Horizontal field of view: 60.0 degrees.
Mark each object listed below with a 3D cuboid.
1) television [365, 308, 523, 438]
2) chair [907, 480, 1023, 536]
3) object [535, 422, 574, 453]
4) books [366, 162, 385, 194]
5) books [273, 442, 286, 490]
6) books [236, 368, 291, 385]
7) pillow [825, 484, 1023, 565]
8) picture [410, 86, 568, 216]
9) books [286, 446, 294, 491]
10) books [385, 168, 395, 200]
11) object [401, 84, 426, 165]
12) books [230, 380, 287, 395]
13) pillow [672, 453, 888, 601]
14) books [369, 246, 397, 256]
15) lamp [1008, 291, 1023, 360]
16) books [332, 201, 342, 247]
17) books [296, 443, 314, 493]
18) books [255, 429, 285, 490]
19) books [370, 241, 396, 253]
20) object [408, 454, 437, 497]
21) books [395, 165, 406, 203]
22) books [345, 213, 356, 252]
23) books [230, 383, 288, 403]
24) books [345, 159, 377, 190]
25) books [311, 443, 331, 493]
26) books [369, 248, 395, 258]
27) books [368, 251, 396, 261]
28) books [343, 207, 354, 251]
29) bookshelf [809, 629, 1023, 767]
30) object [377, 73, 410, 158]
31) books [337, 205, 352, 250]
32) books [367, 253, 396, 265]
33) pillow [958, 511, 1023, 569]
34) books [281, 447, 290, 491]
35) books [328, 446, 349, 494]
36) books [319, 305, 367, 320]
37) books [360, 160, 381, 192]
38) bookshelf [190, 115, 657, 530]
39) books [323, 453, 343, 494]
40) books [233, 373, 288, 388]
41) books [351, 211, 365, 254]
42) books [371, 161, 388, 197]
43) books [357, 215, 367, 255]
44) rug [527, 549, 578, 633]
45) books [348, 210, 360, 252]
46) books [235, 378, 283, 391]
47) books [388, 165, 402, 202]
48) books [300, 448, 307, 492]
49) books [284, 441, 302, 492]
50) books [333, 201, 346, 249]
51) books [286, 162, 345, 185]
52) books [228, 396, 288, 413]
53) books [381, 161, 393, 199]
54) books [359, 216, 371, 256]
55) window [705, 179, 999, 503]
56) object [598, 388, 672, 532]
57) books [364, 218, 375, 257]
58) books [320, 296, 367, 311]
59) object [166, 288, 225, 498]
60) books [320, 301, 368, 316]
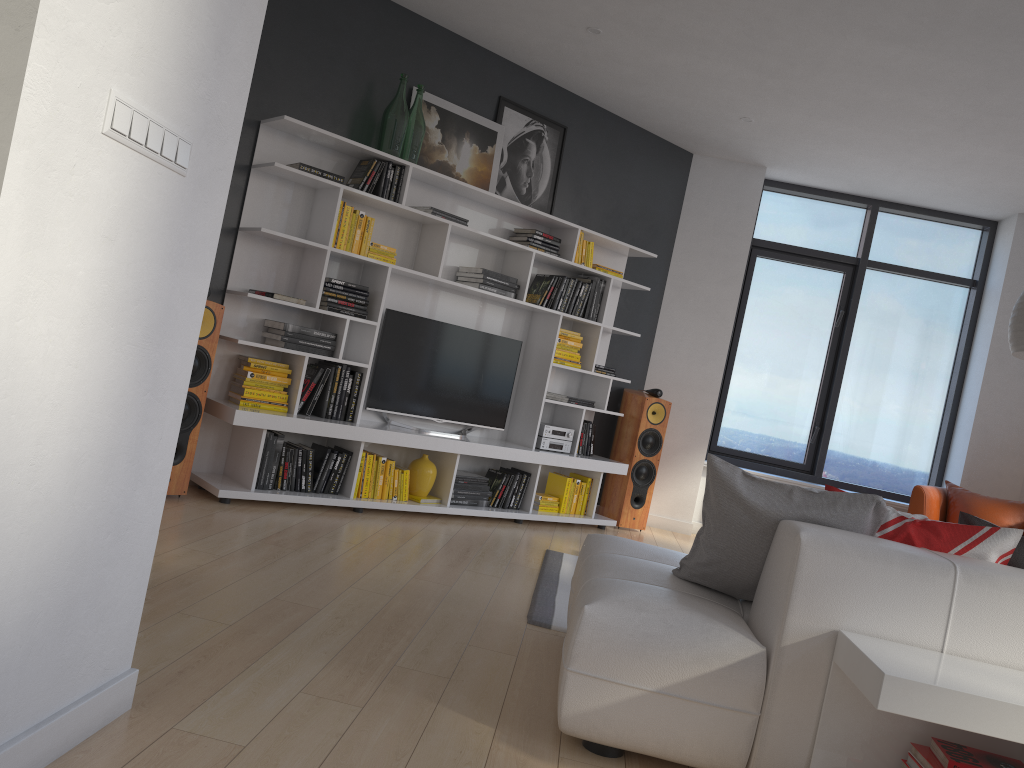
[{"bbox_3d":[-0.425,-0.033,5.749,1.102,0.704,0.207,11,1,-40],"label":"television"},{"bbox_3d":[3.276,1.167,6.183,0.896,0.858,0.843,12,1,37],"label":"chair"},{"bbox_3d":[0.241,0.372,6.282,0.285,0.174,0.270,11,1,-40],"label":"object"},{"bbox_3d":[-0.827,-1.190,5.152,0.074,0.212,0.154,11,1,-41],"label":"books"},{"bbox_3d":[-1.325,0.439,4.939,0.053,0.268,0.202,11,1,-40],"label":"books"},{"bbox_3d":[-1.387,-0.043,4.953,0.250,0.035,0.185,11,1,-37],"label":"books"},{"bbox_3d":[2.003,0.754,2.636,2.250,0.449,0.575,12,1,3],"label":"pillow"},{"bbox_3d":[-0.147,-1.558,5.827,1.279,0.707,0.076,11,1,-40],"label":"picture"},{"bbox_3d":[-1.280,0.465,4.967,0.049,0.236,0.170,11,1,-39],"label":"books"},{"bbox_3d":[-0.756,-1.170,5.215,0.021,0.200,0.147,11,1,-40],"label":"books"},{"bbox_3d":[-0.595,-1.549,5.333,0.157,0.507,0.157,12,1,-26],"label":"object"},{"bbox_3d":[-1.414,0.019,4.948,0.263,0.015,0.198,11,1,-37],"label":"books"},{"bbox_3d":[1.946,0.708,2.975,2.953,0.453,0.647,12,1,-7],"label":"pillow"},{"bbox_3d":[-0.795,-0.789,5.249,0.187,0.014,0.134,11,1,-40],"label":"books"},{"bbox_3d":[3.223,0.279,2.667,3.199,2.647,0.710,12,1,41],"label":"lamp"},{"bbox_3d":[-1.046,-0.907,5.027,0.029,0.270,0.204,11,1,-40],"label":"books"},{"bbox_3d":[-1.191,0.475,5.040,0.083,0.249,0.191,11,1,-40],"label":"books"},{"bbox_3d":[-1.391,0.403,4.885,0.128,0.321,0.259,11,1,-40],"label":"books"},{"bbox_3d":[-0.802,-0.811,5.256,0.186,0.026,0.138,11,1,-40],"label":"books"},{"bbox_3d":[-0.566,0.567,5.545,0.185,0.257,0.185,12,1,28],"label":"object"},{"bbox_3d":[-0.706,-1.175,5.247,0.019,0.230,0.174,11,1,-40],"label":"books"},{"bbox_3d":[-0.964,-0.867,5.094,0.024,0.229,0.156,11,1,-40],"label":"books"},{"bbox_3d":[-1.409,0.051,4.939,0.255,0.044,0.198,11,1,-40],"label":"books"},{"bbox_3d":[-0.877,-1.201,5.118,0.096,0.213,0.166,11,1,-41],"label":"books"},{"bbox_3d":[-1.141,0.480,5.107,0.066,0.260,0.197,11,1,-40],"label":"books"},{"bbox_3d":[-0.794,-0.773,5.233,0.169,0.018,0.113,11,1,-38],"label":"books"},{"bbox_3d":[-0.805,-0.761,5.252,0.196,0.011,0.148,11,1,-40],"label":"books"},{"bbox_3d":[-0.987,-0.890,5.098,0.015,0.263,0.199,11,1,-40],"label":"books"},{"bbox_3d":[2.031,1.134,1.962,2.600,0.500,0.356,12,1,5],"label":"bookshelf"},{"bbox_3d":[-0.677,-1.565,5.190,0.157,0.507,0.157,12,1,-26],"label":"object"},{"bbox_3d":[-1.009,-0.892,5.077,0.044,0.255,0.198,11,1,-40],"label":"books"},{"bbox_3d":[-0.807,-0.739,5.249,0.190,0.033,0.147,11,1,-40],"label":"books"},{"bbox_3d":[2.328,0.795,2.613,2.120,0.436,0.608,12,1,1],"label":"pillow"},{"bbox_3d":[-1.302,0.460,4.957,0.053,0.240,0.189,11,1,-39],"label":"books"},{"bbox_3d":[-1.056,0.502,5.175,0.084,0.249,0.191,11,1,-40],"label":"books"},{"bbox_3d":[-1.003,-0.417,5.142,0.263,0.026,0.189,11,1,-41],"label":"books"},{"bbox_3d":[-0.857,-1.196,5.143,0.087,0.214,0.171,11,1,-39],"label":"books"},{"bbox_3d":[-0.315,-0.187,5.668,3.000,2.052,0.455,11,1,-40],"label":"bookshelf"},{"bbox_3d":[-1.078,0.501,5.141,0.071,0.243,0.179,11,1,-41],"label":"books"},{"bbox_3d":[-1.402,-0.018,4.947,0.251,0.019,0.180,11,1,-40],"label":"books"},{"bbox_3d":[-0.935,-0.875,5.137,0.035,0.250,0.185,11,1,-40],"label":"books"},{"bbox_3d":[-0.791,-1.185,5.183,0.021,0.221,0.156,11,1,-40],"label":"books"},{"bbox_3d":[-0.915,-0.865,5.157,0.023,0.239,0.169,11,1,-40],"label":"books"},{"bbox_3d":[1.259,1.197,4.269,2.326,0.016,1.662,12,1,5],"label":"rug"},{"bbox_3d":[-0.956,-0.879,5.121,0.019,0.251,0.180,11,1,-40],"label":"books"},{"bbox_3d":[-1.404,0.003,4.926,0.228,0.024,0.152,11,1,-36],"label":"books"},{"bbox_3d":[-0.733,-1.174,5.234,0.038,0.218,0.169,11,1,-40],"label":"books"},{"bbox_3d":[-1.215,0.475,5.015,0.066,0.242,0.177,11,1,-40],"label":"books"},{"bbox_3d":[-1.242,0.464,5.002,0.066,0.255,0.193,11,1,-40],"label":"books"},{"bbox_3d":[-1.031,-0.904,5.051,0.025,0.270,0.213,11,1,-40],"label":"books"},{"bbox_3d":[-1.097,-1.160,4.927,0.268,0.046,0.208,11,1,-36],"label":"books"},{"bbox_3d":[-1.411,0.114,4.930,0.270,0.029,0.204,11,1,-35],"label":"books"},{"bbox_3d":[-0.774,-1.188,5.203,0.025,0.232,0.176,11,1,-40],"label":"books"},{"bbox_3d":[-0.895,-0.858,5.170,0.024,0.234,0.172,11,1,-40],"label":"books"},{"bbox_3d":[2.775,-0.349,7.410,1.960,2.402,0.170,12,1,5],"label":"window"},{"bbox_3d":[0.914,0.551,6.804,0.290,1.088,0.434,12,1,-25],"label":"object"},{"bbox_3d":[-0.878,-0.855,5.190,0.024,0.234,0.172,11,1,-40],"label":"books"},{"bbox_3d":[-1.010,-0.473,5.153,0.266,0.030,0.209,11,1,-41],"label":"books"},{"bbox_3d":[-1.788,0.008,4.532,0.434,1.088,0.290,12,1,35],"label":"object"},{"bbox_3d":[-0.998,-0.442,5.144,0.270,0.025,0.189,11,1,-41],"label":"books"}]
